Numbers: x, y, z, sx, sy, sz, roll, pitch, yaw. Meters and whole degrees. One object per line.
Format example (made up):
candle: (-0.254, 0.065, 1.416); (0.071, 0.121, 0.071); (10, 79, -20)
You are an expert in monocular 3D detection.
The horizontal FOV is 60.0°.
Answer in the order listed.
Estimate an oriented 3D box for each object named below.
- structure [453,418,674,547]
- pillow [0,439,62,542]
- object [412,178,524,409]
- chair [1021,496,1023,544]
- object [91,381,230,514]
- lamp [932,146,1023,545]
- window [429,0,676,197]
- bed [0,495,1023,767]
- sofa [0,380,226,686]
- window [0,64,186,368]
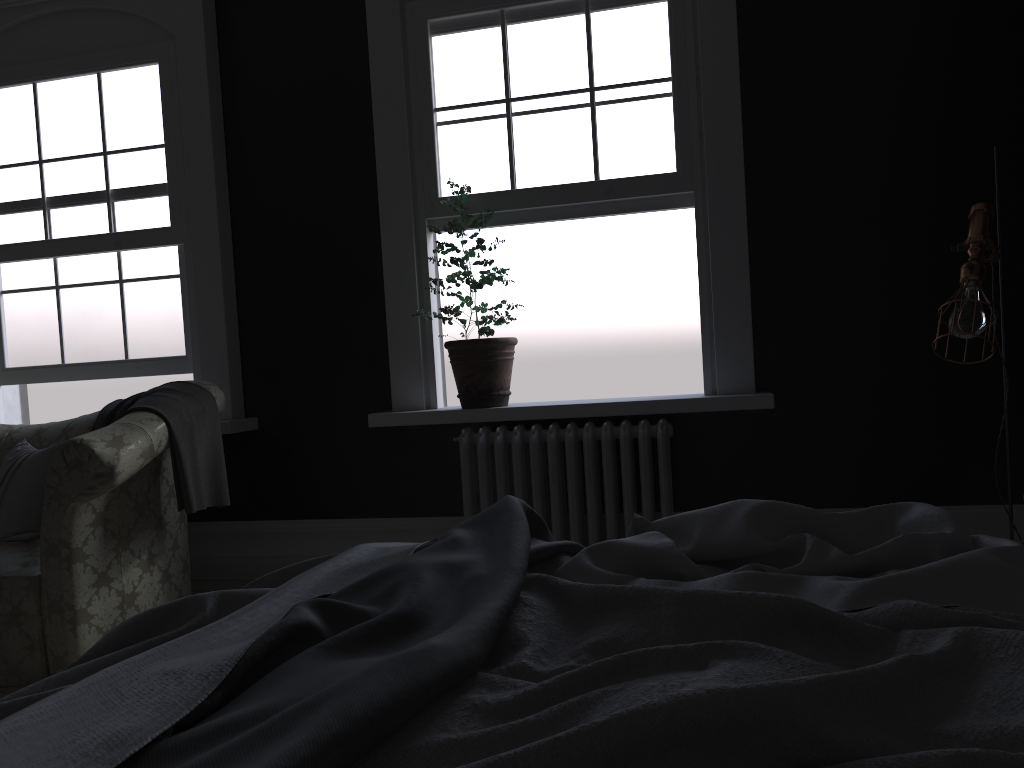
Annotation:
structure: (0.276, 0.609, 4.334); (1.141, 0.849, 0.276); (-3, 2, 13)
pillow: (-2.147, 0.494, 4.165); (0.964, 0.462, 0.404); (-3, 2, 21)
object: (-0.199, -0.446, 4.455); (0.505, 1.134, 0.474); (-5, 3, -37)
chair: (1.602, 0.632, 2.354); (0.613, 0.673, 0.613); (-5, 2, -33)
object: (-1.692, 0.287, 4.202); (0.516, 0.585, 1.367); (-4, 2, -28)
lamp: (1.957, 0.032, 3.328); (1.716, 1.780, 0.437); (-5, 3, -39)
window: (0.195, -1.414, 4.464); (1.263, 1.018, 0.056); (-3, 2, 13)
bed: (0.300, 0.412, 1.390); (3.283, 1.299, 2.763); (-3, 1, 2)
sofa: (-2.634, 0.629, 4.334); (2.813, 1.161, 1.604); (-3, 2, 14)
window: (-2.482, -0.935, 5.110); (1.263, 1.673, 0.056); (-3, 2, 13)
